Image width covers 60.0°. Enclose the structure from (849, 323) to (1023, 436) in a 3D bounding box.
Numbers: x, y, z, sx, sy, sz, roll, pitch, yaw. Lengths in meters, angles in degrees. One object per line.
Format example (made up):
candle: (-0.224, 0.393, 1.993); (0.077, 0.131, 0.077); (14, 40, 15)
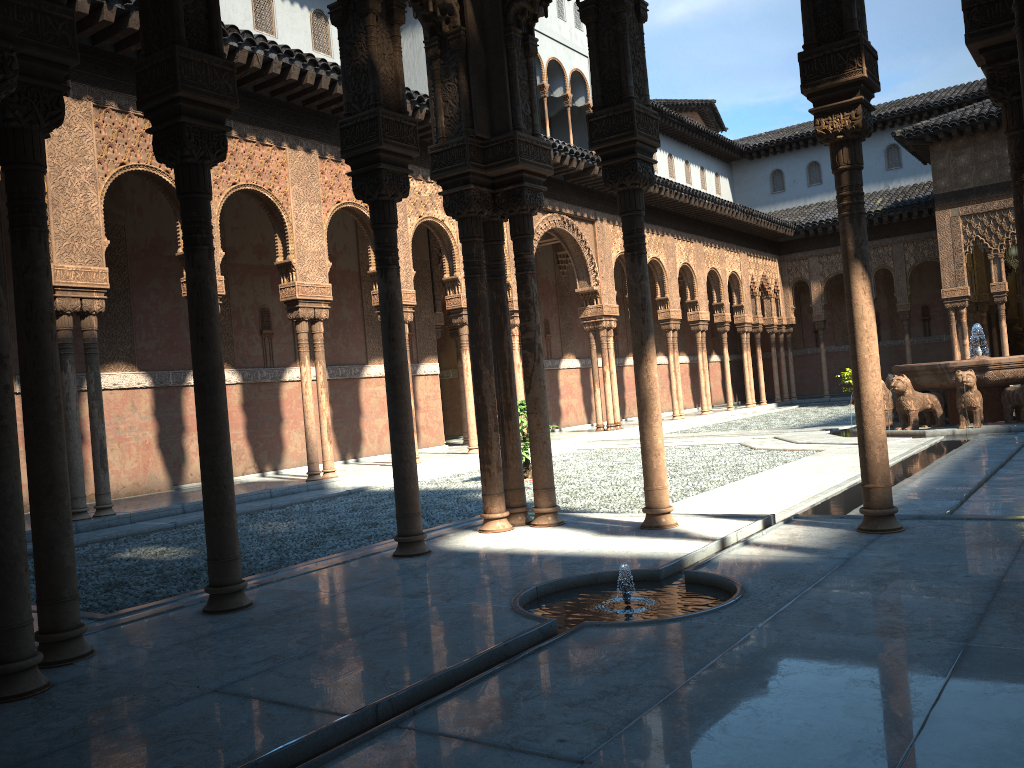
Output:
structure: (8.608, -0.122, 16.277); (4.508, 1.991, 4.508); (-5, -1, 35)
